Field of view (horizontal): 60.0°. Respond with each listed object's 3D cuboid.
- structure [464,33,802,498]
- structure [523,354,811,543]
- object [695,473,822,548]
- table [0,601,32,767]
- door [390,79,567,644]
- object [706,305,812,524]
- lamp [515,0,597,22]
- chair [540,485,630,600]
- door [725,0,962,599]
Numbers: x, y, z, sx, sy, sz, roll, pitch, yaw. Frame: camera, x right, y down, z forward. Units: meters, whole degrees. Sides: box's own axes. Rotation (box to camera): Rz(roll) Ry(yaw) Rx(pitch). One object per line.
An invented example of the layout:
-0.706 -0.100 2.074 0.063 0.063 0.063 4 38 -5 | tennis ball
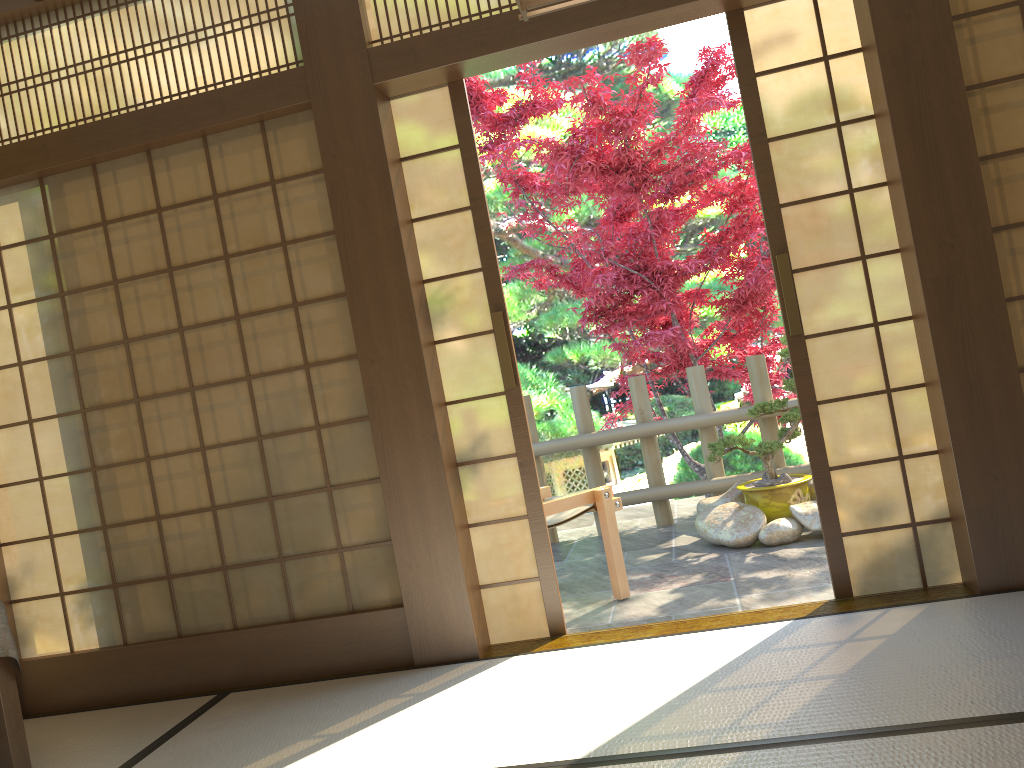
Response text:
0.887 -0.907 6.807 3.412 4.004 3.045 -11 0 43 | structure
1.759 0.340 5.838 7.456 1.136 0.245 -11 0 11 | structure
1.694 0.695 5.202 1.260 0.276 1.147 -11 0 6 | object
-1.997 1.081 2.831 0.633 0.595 0.629 -11 0 10 | table
-0.905 0.072 3.667 1.894 2.380 0.073 -11 0 10 | door
1.650 0.142 5.207 1.032 1.362 0.586 -11 0 37 | object
0.016 -1.379 1.913 0.240 1.129 0.240 -11 0 10 | lamp
0.088 0.807 4.395 0.704 0.598 0.698 -10 0 -33 | chair
1.920 -0.455 3.136 1.894 2.380 0.073 -11 0 10 | door
